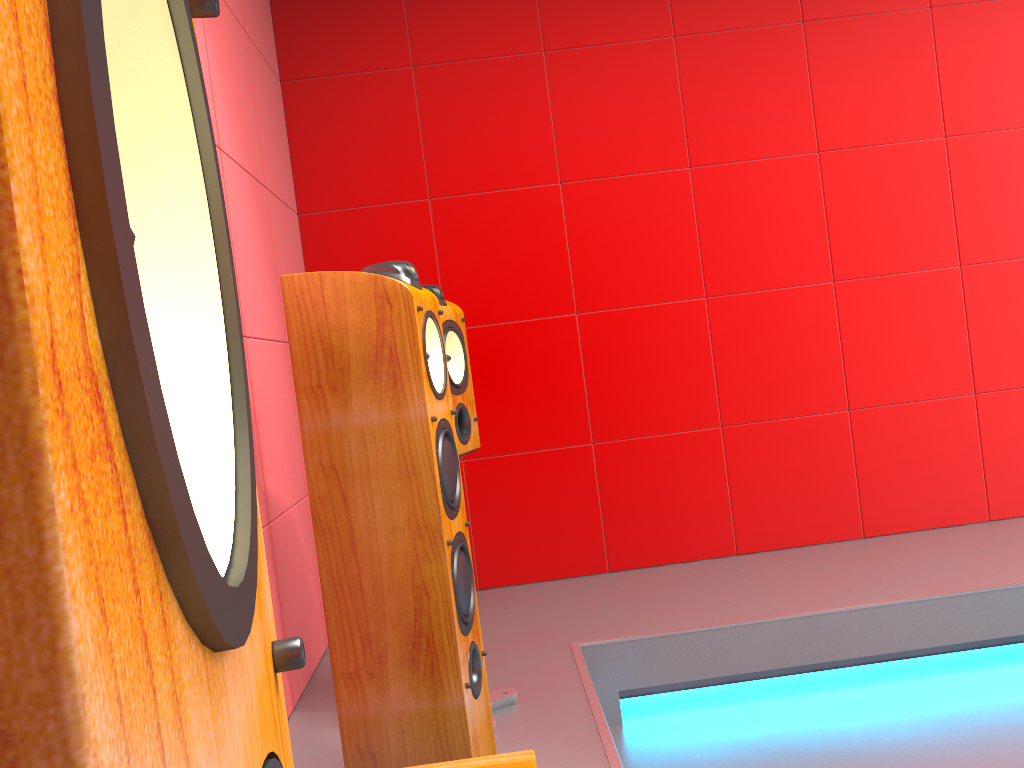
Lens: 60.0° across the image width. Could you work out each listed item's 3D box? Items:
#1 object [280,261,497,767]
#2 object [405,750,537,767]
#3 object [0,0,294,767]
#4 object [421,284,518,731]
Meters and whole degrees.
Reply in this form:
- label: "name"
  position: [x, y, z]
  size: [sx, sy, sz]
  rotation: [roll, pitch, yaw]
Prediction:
- label: "object"
  position: [-0.206, 0.306, 1.624]
  size: [0.238, 1.052, 0.203]
  rotation: [-7, 1, 8]
- label: "object"
  position: [-0.112, 0.658, 0.927]
  size: [0.360, 0.360, 0.360]
  rotation: [-7, 1, -2]
- label: "object"
  position: [-0.130, 0.328, 0.161]
  size: [0.238, 1.052, 0.203]
  rotation: [-7, 1, -12]
- label: "object"
  position: [-0.204, 0.291, 2.173]
  size: [0.265, 1.058, 0.231]
  rotation: [-7, 1, 18]
